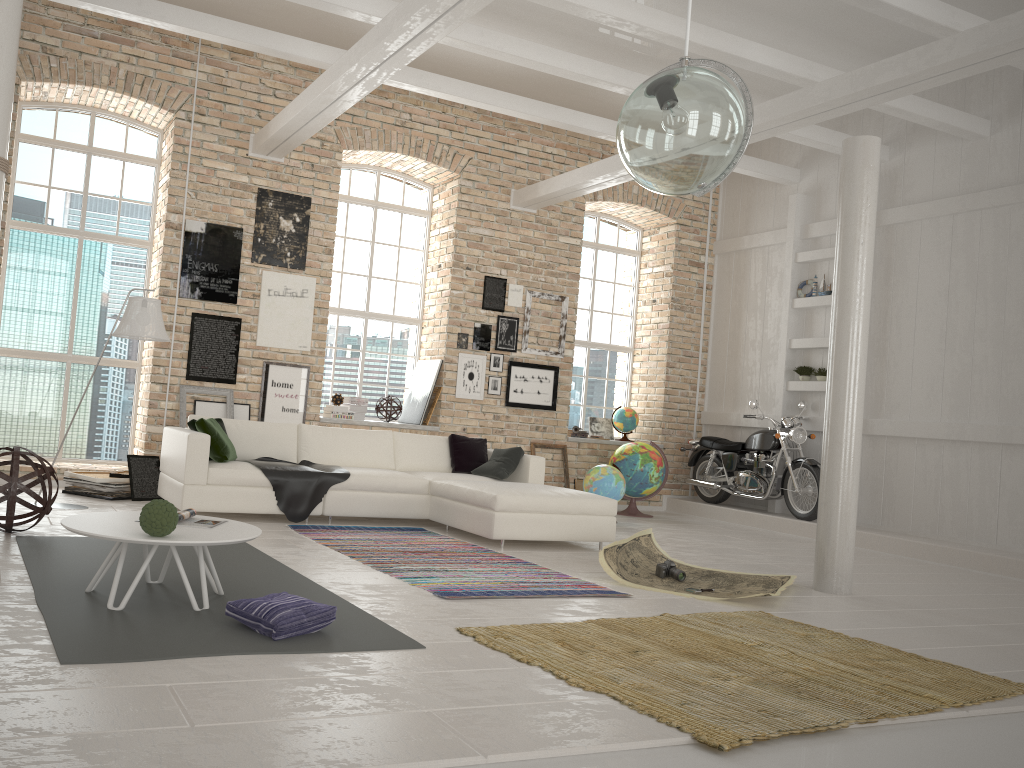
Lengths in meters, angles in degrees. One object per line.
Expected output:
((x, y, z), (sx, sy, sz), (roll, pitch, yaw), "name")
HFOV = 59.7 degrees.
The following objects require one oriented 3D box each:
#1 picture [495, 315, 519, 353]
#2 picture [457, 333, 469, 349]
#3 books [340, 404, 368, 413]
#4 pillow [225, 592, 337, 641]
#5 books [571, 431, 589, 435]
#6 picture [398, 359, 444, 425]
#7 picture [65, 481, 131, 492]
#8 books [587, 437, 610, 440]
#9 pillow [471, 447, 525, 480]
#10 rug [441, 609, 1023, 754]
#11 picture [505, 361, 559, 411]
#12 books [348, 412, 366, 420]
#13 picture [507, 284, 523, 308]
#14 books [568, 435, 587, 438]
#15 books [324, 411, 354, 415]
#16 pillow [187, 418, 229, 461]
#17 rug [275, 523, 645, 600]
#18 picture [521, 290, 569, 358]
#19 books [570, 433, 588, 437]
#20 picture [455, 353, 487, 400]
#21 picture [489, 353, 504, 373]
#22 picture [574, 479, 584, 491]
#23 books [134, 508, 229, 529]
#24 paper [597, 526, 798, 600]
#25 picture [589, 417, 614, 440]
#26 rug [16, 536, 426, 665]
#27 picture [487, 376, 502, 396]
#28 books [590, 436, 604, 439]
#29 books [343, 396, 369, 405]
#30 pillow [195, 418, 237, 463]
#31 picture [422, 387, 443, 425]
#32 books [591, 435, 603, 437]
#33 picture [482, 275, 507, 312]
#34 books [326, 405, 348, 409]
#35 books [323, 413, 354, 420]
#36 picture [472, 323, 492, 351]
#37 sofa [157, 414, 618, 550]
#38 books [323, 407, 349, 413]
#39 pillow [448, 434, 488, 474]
((-0.055, -0.584, 10.410), (0.277, 0.409, 0.011), (6, -2, -26), "picture")
((-0.562, -0.491, 10.174), (0.128, 0.178, 0.009), (5, -2, -20), "picture")
((-1.804, 0.272, 10.096), (0.224, 0.088, 0.337), (6, -3, -34), "books")
((-0.979, 0.985, 3.770), (0.378, 0.164, 0.330), (3, -3, 38), "pillow")
((0.793, 0.609, 11.139), (0.243, 0.026, 0.215), (6, -3, -32), "books")
((-1.057, 0.092, 10.295), (0.232, 0.763, 0.621), (6, -3, -30), "picture")
((-3.575, 0.922, 8.168), (0.625, 0.048, 0.735), (3, -3, 31), "picture")
((1.064, 0.679, 11.038), (0.216, 0.022, 0.186), (6, -3, -28), "books")
((-0.129, 0.716, 8.257), (0.319, 0.305, 0.443), (7, -3, -39), "pillow")
((1.023, 1.211, 3.944), (2.068, 0.021, 1.632), (7, -3, -34), "rug")
((0.239, 0.026, 10.553), (0.677, 0.535, 0.033), (6, -2, -25), "picture")
((-1.811, 0.354, 10.092), (0.227, 0.088, 0.332), (6, -3, -24), "books")
((0.040, -1.037, 10.464), (0.184, 0.259, 0.013), (6, -2, -26), "picture")
((0.784, 0.659, 11.128), (0.242, 0.025, 0.213), (6, -3, -27), "books")
((-1.886, 0.316, 9.704), (0.255, 0.024, 0.231), (6, -3, -31), "books")
((-2.534, 0.469, 7.526), (0.327, 0.365, 0.394), (4, -2, 17), "pillow")
((-0.548, 1.183, 6.110), (1.330, 0.008, 2.834), (6, -3, -31), "rug")
((0.395, -0.708, 10.625), (0.572, 0.749, 0.027), (6, -2, -25), "picture")
((0.783, 0.633, 11.133), (0.241, 0.029, 0.214), (6, -3, -29), "books")
((-0.467, -0.083, 10.217), (0.347, 0.513, 0.014), (6, -2, -26), "picture")
((-0.180, -0.247, 10.360), (0.167, 0.213, 0.012), (6, -2, -26), "picture")
((0.876, 1.337, 10.840), (0.254, 0.350, 0.101), (6, -2, -26), "picture")
((-1.597, 0.645, 4.331), (0.376, 0.048, 0.303), (5, -2, 2), "books")
((1.300, 1.198, 5.982), (1.122, 0.265, 1.384), (4, -3, 26), "paper")
((1.181, 0.593, 11.779), (0.372, 0.292, 0.071), (6, -3, -26), "picture")
((-1.704, 1.013, 4.572), (1.358, 0.041, 2.870), (6, -3, -31), "rug")
((-0.201, 0.020, 10.350), (0.167, 0.213, 0.012), (6, -2, -26), "picture")
((1.054, 0.662, 11.041), (0.143, 0.014, 0.099), (2, -3, 43), "books")
((-1.802, 0.186, 10.090), (0.245, 0.085, 0.284), (3, -3, 42), "books")
((-2.408, 0.453, 7.259), (0.304, 0.343, 0.418), (5, -2, -4), "pillow")
((-0.959, 0.254, 10.160), (0.163, 0.460, 0.383), (6, -3, -30), "picture")
((1.047, 0.648, 11.046), (0.109, 0.013, 0.124), (3, -3, 37), "books")
((-0.202, -1.043, 10.343), (0.280, 0.394, 0.019), (6, -2, -26), "picture")
((-1.909, 0.249, 9.708), (0.172, 0.030, 0.187), (7, -3, -39), "books")
((-1.891, 0.352, 9.702), (0.261, 0.048, 0.231), (6, -3, -31), "books")
((-0.343, -0.540, 10.278), (0.218, 0.306, 0.015), (6, -2, -26), "picture")
((-1.098, 0.816, 7.460), (3.107, 0.841, 2.290), (6, -3, -27), "sofa")
((-1.918, 0.283, 9.704), (0.190, 0.040, 0.207), (7, -3, -42), "books")
((-0.410, 0.690, 8.607), (0.405, 0.390, 0.255), (6, -3, -26), "pillow")
